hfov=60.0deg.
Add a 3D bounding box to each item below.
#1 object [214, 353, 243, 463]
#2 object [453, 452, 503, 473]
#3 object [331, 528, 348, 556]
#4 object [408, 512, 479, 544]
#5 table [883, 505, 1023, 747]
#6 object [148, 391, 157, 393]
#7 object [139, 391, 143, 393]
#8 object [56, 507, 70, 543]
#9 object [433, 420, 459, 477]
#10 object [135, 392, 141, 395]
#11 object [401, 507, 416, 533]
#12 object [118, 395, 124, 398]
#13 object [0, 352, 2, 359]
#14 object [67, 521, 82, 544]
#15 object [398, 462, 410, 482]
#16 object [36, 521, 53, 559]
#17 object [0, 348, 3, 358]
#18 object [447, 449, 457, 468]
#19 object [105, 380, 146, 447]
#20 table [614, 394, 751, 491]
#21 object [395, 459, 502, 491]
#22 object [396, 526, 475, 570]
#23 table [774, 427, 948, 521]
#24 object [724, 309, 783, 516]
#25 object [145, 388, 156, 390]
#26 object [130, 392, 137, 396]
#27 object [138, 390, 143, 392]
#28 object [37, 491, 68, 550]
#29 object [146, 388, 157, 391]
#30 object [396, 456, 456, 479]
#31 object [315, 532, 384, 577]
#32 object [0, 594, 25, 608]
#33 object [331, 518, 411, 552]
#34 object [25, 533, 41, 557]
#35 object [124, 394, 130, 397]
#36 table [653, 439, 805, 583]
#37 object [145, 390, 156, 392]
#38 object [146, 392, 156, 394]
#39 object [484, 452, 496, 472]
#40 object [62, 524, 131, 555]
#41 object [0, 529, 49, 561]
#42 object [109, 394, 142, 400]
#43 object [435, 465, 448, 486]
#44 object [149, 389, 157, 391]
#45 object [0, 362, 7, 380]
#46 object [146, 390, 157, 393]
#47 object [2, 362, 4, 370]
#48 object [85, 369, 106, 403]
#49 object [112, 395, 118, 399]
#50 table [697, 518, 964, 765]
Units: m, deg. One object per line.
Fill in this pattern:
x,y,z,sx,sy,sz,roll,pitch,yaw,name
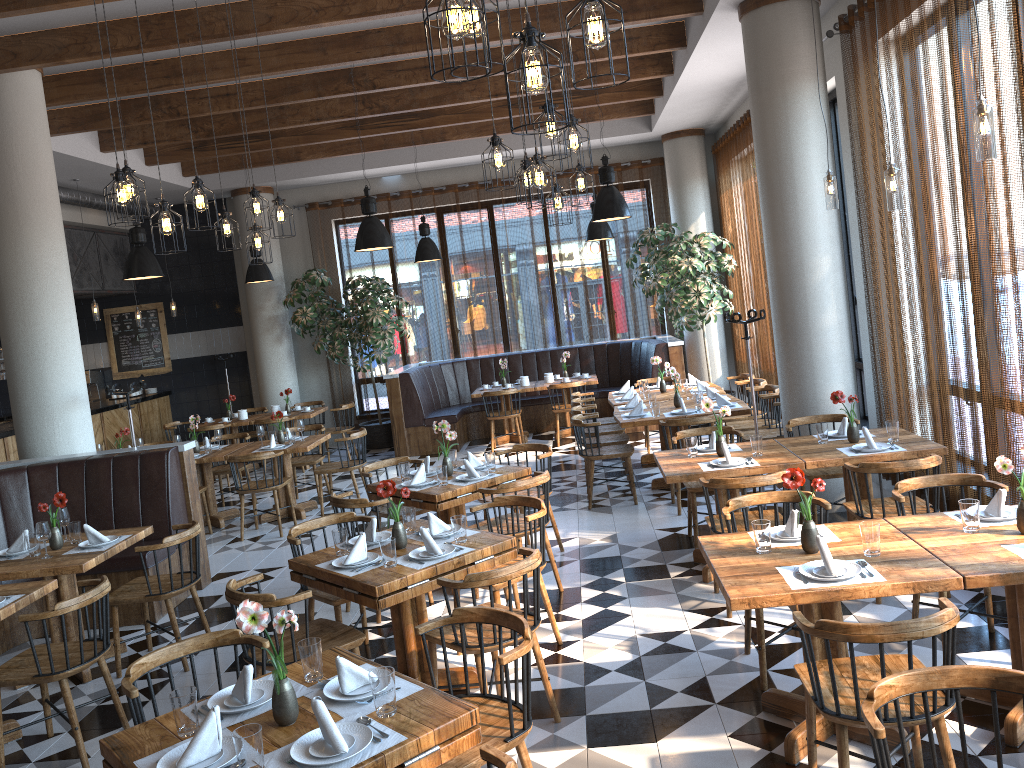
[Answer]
-4.325,0.357,13.644,0.374,1.654,0.376,-5,4,27,object
-0.269,0.553,6.532,0.273,0.137,0.351,-11,7,-40,object
-0.884,0.818,4.579,0.080,0.132,0.080,-6,4,9,object
-0.388,0.740,4.746,0.273,0.137,0.351,-11,7,-40,object
2.155,0.993,3.666,0.850,0.762,0.853,-7,4,4,table
-5.689,0.131,13.979,0.175,0.016,0.176,-2,7,40,object
-5.919,0.137,13.994,0.175,0.016,0.176,-2,7,40,object
-2.887,0.907,5.709,0.081,0.215,0.081,-9,4,-27,object
-0.470,0.459,6.377,0.206,0.399,0.147,-5,4,24,object
-5.814,0.154,13.732,0.079,0.066,0.099,-6,5,16,object
-0.564,0.751,4.876,0.080,0.132,0.080,-6,4,19,object
-6.015,0.187,13.637,0.079,0.066,0.099,-6,5,16,object
-6.283,-0.371,10.819,0.080,0.132,0.080,-4,4,34,object
-2.773,0.944,5.622,0.080,0.132,0.080,-8,4,-11,object
-0.769,0.632,6.363,0.080,0.132,0.080,-9,4,-31,object
-2.803,0.935,5.312,0.081,0.215,0.081,-6,3,13,object
-6.276,-0.383,10.936,0.080,0.132,0.080,-4,4,34,object
-0.448,0.565,6.661,0.080,0.132,0.080,-8,4,-21,object
-3.164,0.808,7.524,0.375,1.654,0.375,-8,3,-18,object
1.616,0.599,8.420,1.215,0.762,1.218,-6,5,8,table
-0.473,0.610,6.196,0.584,0.137,0.577,-11,7,-41,object
-0.406,0.778,4.369,0.353,0.137,0.272,-11,7,-40,object
2.297,0.764,5.859,0.850,0.762,0.853,-7,4,4,table
1.938,0.240,7.065,0.375,1.654,0.375,-8,3,-13,object
-5.695,0.081,13.976,0.175,0.016,0.176,-2,7,40,object
-5.822,0.165,13.623,0.079,0.066,0.099,-6,5,16,object
-5.922,0.117,13.993,0.175,0.016,0.176,-2,7,40,object
-2.815,0.849,5.491,0.171,0.354,0.156,-6,3,7,object
-5.694,0.091,13.977,0.175,0.016,0.176,-2,7,40,object
-0.645,0.596,6.556,0.353,0.137,0.272,-11,7,-40,object
-0.782,0.821,4.393,0.273,0.137,0.351,-11,7,-40,object
-2.651,1.046,4.384,0.271,0.137,0.353,-6,5,4,object
-0.764,0.782,4.769,0.353,0.137,0.272,-11,7,-40,object
-2.913,0.982,5.397,0.080,0.132,0.080,-7,4,4,object
-5.918,0.176,13.630,0.079,0.066,0.099,-6,5,16,object
1.449,0.860,5.920,0.850,0.762,0.853,-7,4,4,table
-5.691,0.111,13.978,0.175,0.016,0.176,-2,7,40,object
-5.688,0.141,13.979,0.175,0.016,0.176,-2,7,40,object
-0.154,0.561,6.332,0.080,0.132,0.080,-8,4,-21,object
-2.579,0.929,5.503,0.271,0.137,0.353,-6,5,4,object
-3.099,0.987,5.549,0.271,0.137,0.353,-6,5,4,object
-5.963,0.202,13.680,0.437,0.018,0.273,-6,5,4,object
-0.477,0.627,6.046,0.080,0.132,0.080,-9,4,-31,object
-5.692,0.101,13.977,0.175,0.016,0.176,-2,7,40,object
-6.255,-0.160,10.872,0.081,0.215,0.081,-7,3,-4,object
-5.690,0.121,13.978,0.175,0.016,0.176,-2,7,40,object
-6.372,-0.167,11.096,0.081,0.215,0.081,-7,3,-4,object
-6.720,0.059,13.920,0.355,0.568,0.551,-7,4,4,object
-6.112,0.198,13.644,0.079,0.066,0.099,-6,5,16,object
1.307,1.089,3.727,0.850,0.762,0.853,-7,4,4,table
